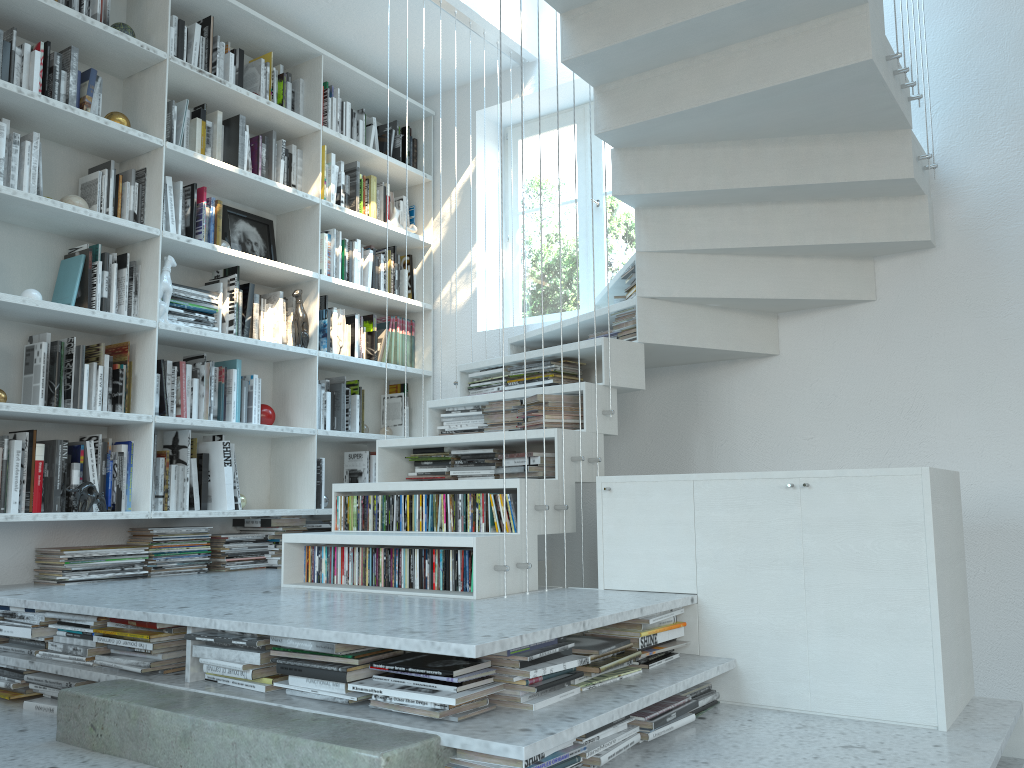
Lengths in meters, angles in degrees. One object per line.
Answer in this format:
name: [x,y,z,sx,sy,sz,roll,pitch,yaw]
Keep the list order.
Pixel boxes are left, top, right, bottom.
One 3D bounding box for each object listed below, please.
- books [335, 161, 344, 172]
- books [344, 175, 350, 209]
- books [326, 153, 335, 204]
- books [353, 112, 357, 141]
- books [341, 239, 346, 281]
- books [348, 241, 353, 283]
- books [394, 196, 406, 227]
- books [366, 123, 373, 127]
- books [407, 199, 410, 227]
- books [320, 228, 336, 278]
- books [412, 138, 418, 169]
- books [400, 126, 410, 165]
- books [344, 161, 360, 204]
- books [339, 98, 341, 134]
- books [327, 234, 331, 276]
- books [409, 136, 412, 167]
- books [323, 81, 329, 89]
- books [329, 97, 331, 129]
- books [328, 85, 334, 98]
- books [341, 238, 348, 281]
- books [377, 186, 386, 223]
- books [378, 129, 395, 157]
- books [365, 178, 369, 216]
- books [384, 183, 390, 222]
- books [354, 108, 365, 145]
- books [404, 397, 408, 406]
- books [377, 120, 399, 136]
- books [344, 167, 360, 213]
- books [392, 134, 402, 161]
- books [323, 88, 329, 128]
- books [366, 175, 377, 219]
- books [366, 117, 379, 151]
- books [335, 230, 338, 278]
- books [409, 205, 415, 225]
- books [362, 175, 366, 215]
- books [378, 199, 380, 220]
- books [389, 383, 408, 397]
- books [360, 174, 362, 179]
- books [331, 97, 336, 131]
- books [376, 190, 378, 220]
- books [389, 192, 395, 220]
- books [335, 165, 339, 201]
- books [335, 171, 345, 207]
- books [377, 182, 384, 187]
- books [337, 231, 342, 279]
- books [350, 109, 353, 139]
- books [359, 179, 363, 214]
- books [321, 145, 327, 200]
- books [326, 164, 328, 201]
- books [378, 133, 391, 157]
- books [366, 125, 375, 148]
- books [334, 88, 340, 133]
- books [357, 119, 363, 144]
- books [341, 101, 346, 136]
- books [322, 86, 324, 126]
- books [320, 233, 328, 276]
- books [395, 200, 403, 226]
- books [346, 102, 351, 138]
books: [-0.915,-0.983,4.484,0.158,0.263,0.023,-5,-8,34]
books: [-0.886,-0.950,4.536,0.135,0.211,0.025,-5,-8,34]
books: [-0.953,-0.994,4.393,0.189,0.263,0.026,-5,-8,34]
books: [-0.884,-1.310,4.707,0.143,0.236,0.025,-5,-8,34]
books: [-0.913,-0.602,4.554,0.158,0.260,0.013,-5,-8,34]
books: [-0.888,-0.597,4.589,0.156,0.259,0.024,-5,-8,34]
books: [-0.664,-0.915,4.985,0.163,0.258,0.029,-5,-8,34]
books: [-0.811,-1.292,4.838,0.131,0.235,0.010,-5,-8,34]
books: [-0.644,-0.906,5.012,0.160,0.246,0.040,-5,-8,34]
books: [-0.959,-0.627,4.464,0.185,0.285,0.014,-5,-8,34]
books: [-0.619,-1.265,5.062,0.187,0.237,0.025,-5,-9,34]
books: [-0.655,-1.297,5.005,0.190,0.286,0.014,-5,-8,34]
books: [-0.848,-0.988,4.571,0.152,0.296,0.022,-5,-8,34]
books: [-0.952,-1.341,4.617,0.148,0.275,0.027,-5,-8,34]
books: [-0.981,-0.613,4.453,0.173,0.256,0.026,-5,-8,34]
books: [-0.641,-1.271,5.054,0.185,0.247,0.014,-5,-9,34]
books: [-1.001,-1.376,4.556,0.143,0.331,0.014,-5,-8,34]
books: [-0.992,-1.329,4.524,0.175,0.228,0.022,-5,-9,34]
books: [-0.982,-1.370,4.586,0.151,0.326,0.012,-5,-8,34]
books: [-0.910,-0.605,4.575,0.152,0.270,0.025,-5,-8,34]
books: [-0.751,-0.936,4.833,0.160,0.260,0.022,-5,-8,34]
books: [-0.730,-1.286,4.934,0.160,0.247,0.068,-5,-9,34]
books: [-0.811,-0.945,4.620,0.174,0.222,0.013,-5,-9,34]
books: [-0.741,-0.945,4.869,0.163,0.286,0.023,-5,-8,34]
books: [-0.854,-1.326,4.770,0.159,0.284,0.012,-5,-8,34]
books: [-0.632,0.193,4.892,0.152,0.237,0.022,-5,-8,34]
books: [-0.703,-1.313,4.983,0.162,0.313,0.014,-5,-8,34]
books: [-0.857,-0.970,4.547,0.189,0.253,0.023,-5,-9,34]
books: [-0.691,-1.268,4.954,0.192,0.216,0.012,-6,-9,34]
books: [-0.999,-1.351,4.510,0.184,0.268,0.012,-5,-8,34]
books: [-0.814,-0.950,4.656,0.248,0.241,0.042,-6,-9,34]
books: [-0.790,-1.310,4.866,0.132,0.277,0.069,-5,-8,34]
books: [-0.954,-0.625,4.517,0.162,0.296,0.022,-5,-8,34]
books: [-0.615,-0.890,5.021,0.170,0.216,0.011,-5,-9,34]
books: [-0.826,-0.953,4.616,0.166,0.237,0.012,-5,-8,34]
books: [-0.783,-0.899,4.816,0.156,0.182,0.034,-6,-9,34]
books: [-0.629,0.157,4.915,0.129,0.314,0.013,-5,-8,34]
books: [-0.836,-0.957,4.602,0.144,0.242,0.022,-5,-8,34]
books: [-0.978,-1.332,4.558,0.182,0.243,0.023,-5,-9,34]
books: [-0.790,-0.921,4.765,0.187,0.212,0.013,-6,-9,34]
books: [-0.711,-0.924,4.903,0.154,0.254,0.070,-5,-9,34]
books: [-0.941,-0.970,4.428,0.161,0.223,0.049,-5,-9,34]
books: [-0.916,-0.952,4.452,0.190,0.193,0.024,-6,-9,34]
books: [-0.760,-0.949,4.861,0.151,0.294,0.011,-5,-8,34]
books: [-0.935,-0.622,4.524,0.165,0.292,0.012,-5,-8,34]
books: [-0.905,-1.318,4.691,0.154,0.249,0.027,-5,-8,34]
books: [-0.841,-0.941,4.582,0.184,0.206,0.014,-6,-9,34]
books: [-0.984,-1.014,4.365,0.183,0.294,0.010,-5,-8,34]
books: [-0.974,-0.968,4.374,0.166,0.205,0.024,-5,-9,34]
books: [-0.742,-1.265,4.884,0.186,0.193,0.024,-6,-9,34]
books: [-0.819,-1.285,4.802,0.163,0.211,0.057,-5,-9,34]
books: [-0.963,-1.360,4.586,0.184,0.305,0.012,-5,-8,34]
books: [-0.864,-1.291,4.739,0.163,0.207,0.026,-5,-9,34]
books: [-0.935,-1.330,4.633,0.163,0.258,0.022,-5,-8,34]
books: [-1.017,-1.360,4.508,0.150,0.286,0.013,-5,-8,34]
books: [-0.992,-0.614,4.417,0.182,0.247,0.023,-5,-9,34]
books: [-0.683,-0.899,4.937,0.181,0.213,0.023,-6,-9,34]
books: [-0.921,-1.330,4.655,0.179,0.264,0.029,-5,-8,34]
